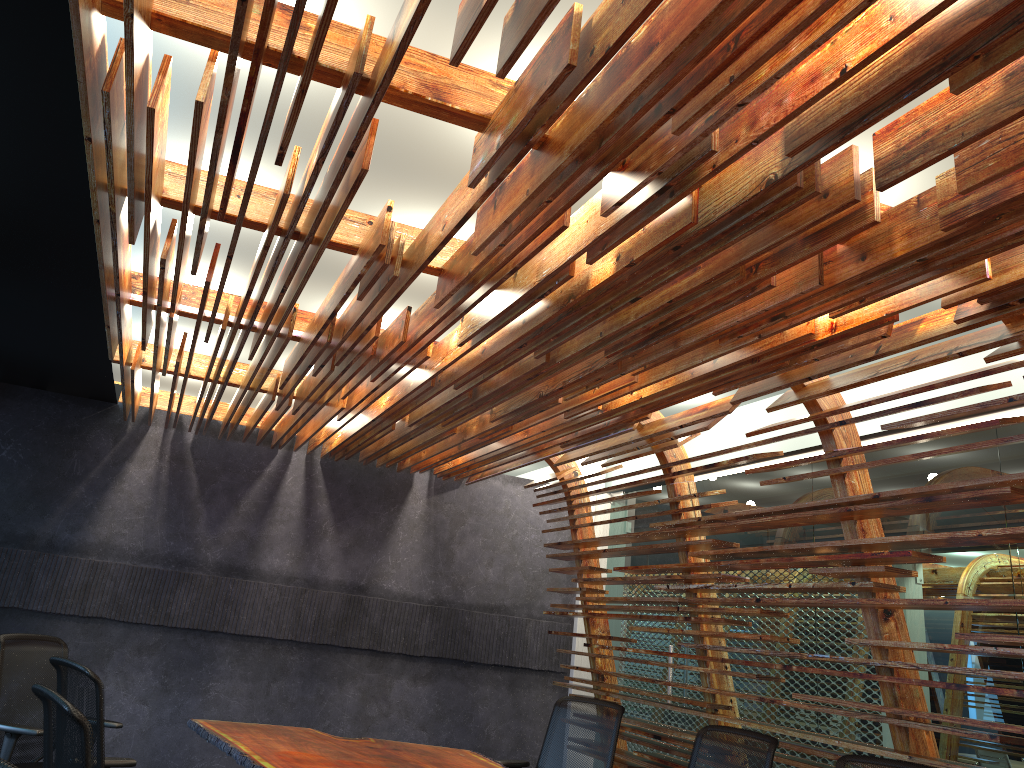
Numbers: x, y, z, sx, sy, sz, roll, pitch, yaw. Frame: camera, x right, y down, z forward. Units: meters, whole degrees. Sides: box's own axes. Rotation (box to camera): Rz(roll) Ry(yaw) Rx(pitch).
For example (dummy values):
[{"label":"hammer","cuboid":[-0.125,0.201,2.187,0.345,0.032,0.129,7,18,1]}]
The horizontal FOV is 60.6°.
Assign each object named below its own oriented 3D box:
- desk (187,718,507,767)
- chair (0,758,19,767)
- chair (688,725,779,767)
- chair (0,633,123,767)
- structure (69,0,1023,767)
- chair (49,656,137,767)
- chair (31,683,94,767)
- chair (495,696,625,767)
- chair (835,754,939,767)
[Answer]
[{"label":"desk","cuboid":[0.008,2.082,2.980,2.013,0.854,6.445,14,-18,-20]},{"label":"chair","cuboid":[-0.680,1.337,1.493,0.804,1.293,0.770,-13,-28,41]},{"label":"chair","cuboid":[0.853,2.361,4.314,0.781,1.293,0.793,18,-24,-27]},{"label":"chair","cuboid":[-2.533,2.077,4.809,0.797,1.293,0.777,1,-21,14]},{"label":"structure","cuboid":[0.501,0.831,3.101,4.478,3.126,11.102,14,-18,-19]},{"label":"chair","cuboid":[-1.663,1.857,3.687,0.773,1.293,0.801,24,-26,-37]},{"label":"chair","cuboid":[-1.130,1.588,2.543,0.777,1.293,0.797,21,-25,-32]},{"label":"chair","cuboid":[0.221,2.590,5.366,0.804,1.293,0.770,-13,-29,42]},{"label":"chair","cuboid":[1.450,2.175,3.424,0.807,1.293,0.767,-10,-27,38]}]
